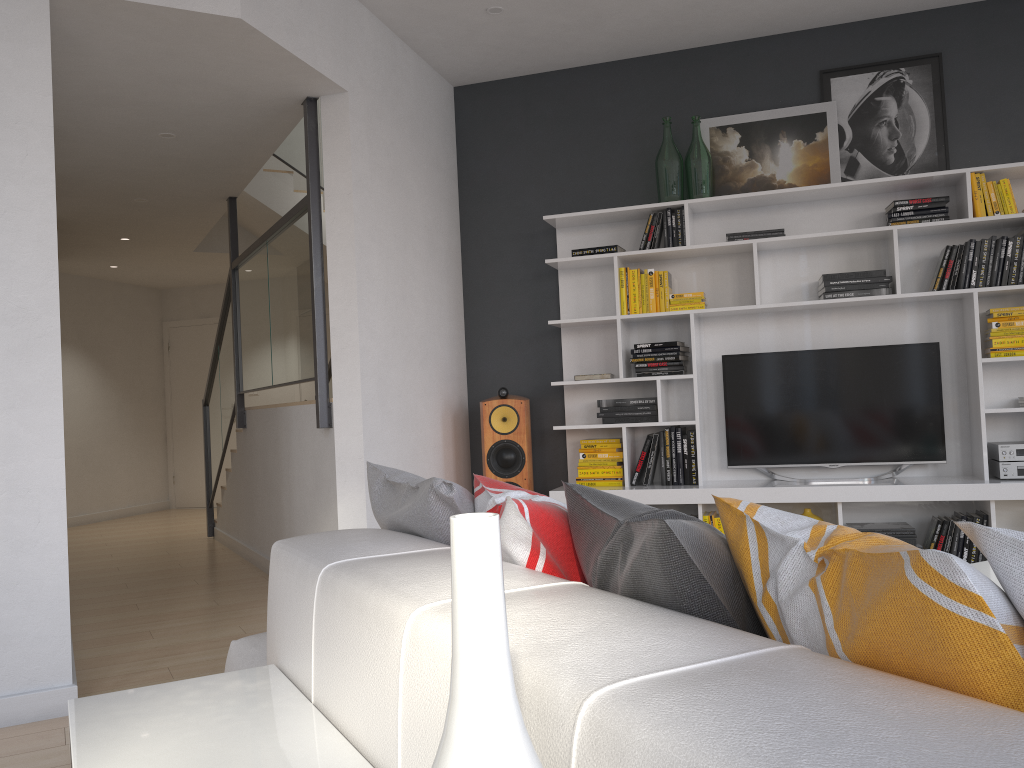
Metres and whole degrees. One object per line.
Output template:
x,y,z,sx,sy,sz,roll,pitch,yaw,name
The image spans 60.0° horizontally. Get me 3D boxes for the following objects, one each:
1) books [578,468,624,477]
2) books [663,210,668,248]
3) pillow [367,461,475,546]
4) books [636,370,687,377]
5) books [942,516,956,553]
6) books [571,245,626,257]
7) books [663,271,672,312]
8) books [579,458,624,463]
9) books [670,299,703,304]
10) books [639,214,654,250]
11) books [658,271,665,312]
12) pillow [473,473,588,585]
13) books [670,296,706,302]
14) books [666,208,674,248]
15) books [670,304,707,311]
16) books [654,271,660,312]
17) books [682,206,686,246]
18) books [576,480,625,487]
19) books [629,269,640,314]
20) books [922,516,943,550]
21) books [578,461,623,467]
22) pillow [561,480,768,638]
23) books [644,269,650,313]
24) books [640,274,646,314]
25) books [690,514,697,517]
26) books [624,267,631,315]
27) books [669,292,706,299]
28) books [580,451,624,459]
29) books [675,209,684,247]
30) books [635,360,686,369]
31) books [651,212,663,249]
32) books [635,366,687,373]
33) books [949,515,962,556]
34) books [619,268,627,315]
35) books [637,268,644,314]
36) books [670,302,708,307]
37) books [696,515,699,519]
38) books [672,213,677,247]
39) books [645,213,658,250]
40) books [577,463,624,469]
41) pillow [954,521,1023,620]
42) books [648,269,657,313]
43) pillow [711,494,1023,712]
0.528,0.504,5.107,0.255,0.044,0.198,-3,-2,17,books
0.872,-0.851,4.988,0.021,0.221,0.156,-3,-2,17,books
0.741,0.328,1.174,0.647,0.453,2.953,-1,-2,-40,pillow
0.841,-0.054,4.983,0.263,0.026,0.189,-3,-2,16,books
2.179,0.791,4.462,0.081,0.233,0.169,-3,-2,16,books
0.501,-0.746,5.093,0.268,0.046,0.208,-3,-2,21,books
0.881,-0.510,4.995,0.024,0.234,0.172,-3,-2,17,books
0.529,0.435,5.120,0.251,0.019,0.180,-3,-2,17,books
0.974,-0.452,4.934,0.169,0.018,0.113,-3,-2,19,books
0.770,-0.843,5.026,0.096,0.213,0.166,-3,-2,16,books
0.855,-0.508,4.999,0.024,0.234,0.172,-3,-2,17,books
0.493,0.364,0.934,0.575,0.449,2.250,-2,-2,-30,pillow
0.984,-0.468,4.947,0.187,0.014,0.134,-3,-2,17,books
0.897,-0.859,4.986,0.025,0.232,0.176,-3,-2,17,books
0.985,-0.416,4.947,0.190,0.033,0.147,-3,-2,17,books
0.833,-0.510,5.010,0.023,0.239,0.169,-3,-2,17,books
0.971,-0.864,4.951,0.019,0.230,0.174,-3,-2,17,books
0.529,0.566,5.092,0.270,0.029,0.204,-3,-2,22,books
0.712,-0.511,5.048,0.044,0.255,0.198,-3,-2,17,books
2.120,0.794,4.490,0.104,0.234,0.182,-3,-2,17,books
0.512,0.457,5.106,0.228,0.024,0.152,-3,-2,21,books
0.650,0.323,0.649,0.608,0.436,2.120,-2,-2,-32,pillow
0.779,-0.513,5.027,0.019,0.251,0.180,-3,-2,17,books
0.754,-0.499,5.015,0.024,0.229,0.156,-3,-2,17,books
0.978,0.849,4.857,0.084,0.249,0.191,-3,-2,17,books
0.677,-0.516,5.054,0.025,0.270,0.213,-3,-2,17,books
0.983,-0.488,4.961,0.186,0.026,0.138,-3,-2,17,books
0.537,0.408,5.116,0.250,0.035,0.185,-3,-2,20,books
0.947,-0.855,4.966,0.038,0.218,0.169,-3,-2,17,books
0.839,-0.107,5.005,0.266,0.030,0.209,-3,-2,16,books
0.826,-0.846,5.001,0.074,0.212,0.154,-3,-2,16,books
0.841,-0.079,4.985,0.270,0.025,0.189,-3,-2,16,books
2.208,0.786,4.440,0.069,0.242,0.172,-3,-2,18,books
0.649,-0.515,5.054,0.029,0.270,0.204,-3,-2,17,books
0.742,-0.515,5.041,0.015,0.263,0.199,-3,-2,17,books
0.986,-0.439,4.951,0.196,0.011,0.148,-3,-2,17,books
1.011,0.842,4.848,0.066,0.260,0.197,-3,-2,17,books
0.919,-0.845,4.973,0.021,0.200,0.147,-3,-2,17,books
0.802,-0.844,5.022,0.087,0.214,0.171,-3,-2,18,books
0.529,0.475,5.123,0.263,0.015,0.198,-3,-2,20,books
1.531,0.279,0.662,2.156,0.456,0.580,-3,-1,-2,pillow
0.804,-0.514,5.017,0.035,0.250,0.185,-3,-2,17,books
1.218,0.314,0.720,2.095,0.440,0.630,-3,-2,19,pillow
